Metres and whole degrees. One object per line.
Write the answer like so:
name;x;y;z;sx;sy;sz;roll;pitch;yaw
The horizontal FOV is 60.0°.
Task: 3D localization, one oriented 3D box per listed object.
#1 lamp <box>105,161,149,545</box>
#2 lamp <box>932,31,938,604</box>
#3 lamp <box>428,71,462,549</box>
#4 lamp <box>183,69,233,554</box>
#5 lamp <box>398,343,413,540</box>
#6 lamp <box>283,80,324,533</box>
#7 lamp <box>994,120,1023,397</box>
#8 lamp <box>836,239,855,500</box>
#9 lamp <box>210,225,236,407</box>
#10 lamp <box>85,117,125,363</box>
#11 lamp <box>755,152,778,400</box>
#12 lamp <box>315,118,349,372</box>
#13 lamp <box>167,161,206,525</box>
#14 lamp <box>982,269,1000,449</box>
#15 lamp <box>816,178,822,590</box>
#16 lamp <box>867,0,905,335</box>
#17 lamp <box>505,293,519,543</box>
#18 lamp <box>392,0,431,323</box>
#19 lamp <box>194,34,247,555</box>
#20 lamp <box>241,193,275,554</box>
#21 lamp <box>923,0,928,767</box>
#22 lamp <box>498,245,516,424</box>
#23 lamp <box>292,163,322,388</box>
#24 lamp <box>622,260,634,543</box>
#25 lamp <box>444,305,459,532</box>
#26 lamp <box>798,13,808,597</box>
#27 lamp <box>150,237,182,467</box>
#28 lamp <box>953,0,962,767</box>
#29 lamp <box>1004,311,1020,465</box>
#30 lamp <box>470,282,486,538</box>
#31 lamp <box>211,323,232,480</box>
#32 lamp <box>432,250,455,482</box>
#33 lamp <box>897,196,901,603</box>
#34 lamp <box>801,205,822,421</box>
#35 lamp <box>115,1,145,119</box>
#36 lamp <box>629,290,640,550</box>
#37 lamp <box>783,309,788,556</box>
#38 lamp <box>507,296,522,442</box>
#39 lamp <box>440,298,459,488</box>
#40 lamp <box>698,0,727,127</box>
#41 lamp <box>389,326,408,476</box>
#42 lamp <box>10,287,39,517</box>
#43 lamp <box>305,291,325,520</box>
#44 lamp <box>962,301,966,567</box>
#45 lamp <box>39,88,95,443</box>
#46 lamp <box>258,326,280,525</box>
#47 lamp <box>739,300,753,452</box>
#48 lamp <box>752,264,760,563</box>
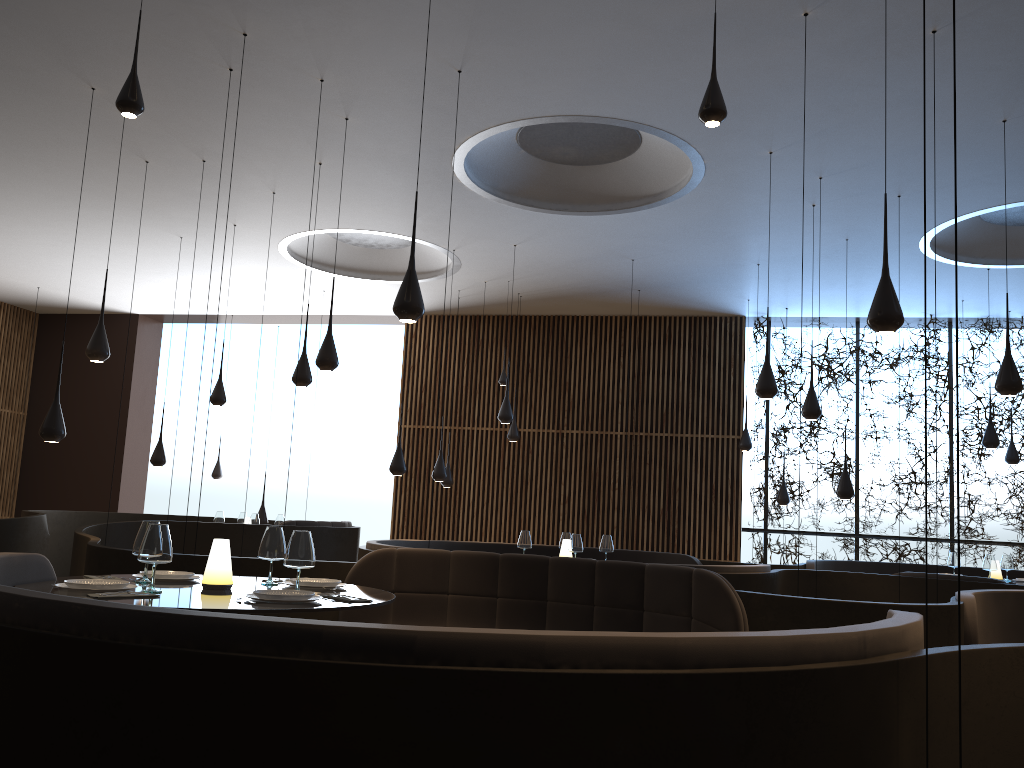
lamp;-3.848;0.861;8.549;0.196;6.256;0.196;10;-10;-42
lamp;2.644;0.752;5.518;0.196;6.256;0.196;10;-10;-42
lamp;-0.569;0.710;6.389;0.196;6.256;0.196;10;-10;-42
lamp;-2.371;0.638;6.556;0.196;6.256;0.196;3;-7;-2
lamp;-1.775;2.448;13.827;0.196;6.256;0.196;5;-7;-12
lamp;-1.678;0.690;6.651;0.196;6.256;0.196;-2;-9;37
lamp;3.883;-1.006;6.960;0.196;2.217;0.196;10;-10;-42
lamp;3.752;-0.188;9.954;0.196;2.951;0.196;2;-7;7
lamp;-3.440;-0.835;10.677;0.196;2.217;0.196;10;-10;-42
lamp;-3.484;-1.290;7.704;0.196;2.217;0.196;10;-10;-42
lamp;2.255;-0.968;7.790;0.196;2.217;0.196;10;-10;-42
lamp;-1.496;-1.205;7.571;0.196;2.217;0.196;2;-7;7
lamp;-3.239;0.878;8.446;0.196;6.256;0.196;1;-7;17
lamp;5.819;-0.317;10.799;0.196;2.217;0.196;3;-7;-2
lamp;2.766;1.142;8.038;0.196;6.256;0.196;10;-10;-42
lamp;2.146;-1.382;5.090;0.196;2.217;0.196;10;-10;-42
lamp;-0.066;1.738;12.966;0.196;6.256;0.196;0;-8;20
lamp;-0.566;-1.475;5.468;0.196;2.217;0.196;8;-8;-32
lamp;-2.100;0.572;6.027;0.196;6.256;0.196;3;-7;-2
lamp;-2.755;1.025;9.241;0.196;6.256;0.196;1;-8;17
lamp;1.197;0.893;2.558;0.196;6.256;0.196;8;-8;-32
lamp;-0.021;-0.619;10.871;0.196;2.217;0.196;2;-7;7
lamp;-1.950;-1.070;8.601;0.196;2.217;0.196;1;-8;17
lamp;1.381;1.512;10.961;0.196;6.256;0.196;8;-8;-32
lamp;-0.995;1.758;13.425;0.196;6.256;0.196;0;-8;20
lamp;1.751;0.686;5.402;0.196;6.256;0.196;10;-10;-42
lamp;-4.347;-0.429;11.262;0.196;2.951;0.196;10;-10;-42
lamp;1.152;0.180;2.290;0.196;6.256;0.196;8;-8;-32
lamp;7.151;0.046;12.703;0.196;2.217;0.196;-2;-9;37
lamp;-0.552;1.626;12.403;0.196;6.256;0.196;-3;-9;40
lamp;-5.138;0.226;15.849;0.196;2.951;0.196;-2;-9;37
lamp;-0.822;-0.252;11.165;0.196;2.951;0.196;8;-8;-32
lamp;3.661;1.243;8.381;0.196;6.256;0.196;10;-10;-42
lamp;3.050;-0.738;8.995;0.196;2.217;0.196;10;-10;-42
lamp;-1.838;-2.062;4.441;0.133;1.504;0.133;2;-7;7
lamp;1.668;1.748;12.411;0.196;6.256;0.196;5;-7;-12
lamp;3.986;1.963;12.997;0.196;6.256;0.196;-2;-9;37
lamp;0.076;-0.237;13.374;0.196;2.217;0.196;-2;-9;37
lamp;-0.877;0.054;13.193;0.196;2.951;0.196;3;-7;-2
lamp;0.969;-1.949;4.202;0.133;1.504;0.133;2;-7;7
lamp;-1.199;-0.439;10.067;0.196;2.951;0.196;6;-8;-22
lamp;-6.295;1.851;11.081;0.196;6.256;0.196;-1;-8;27
lamp;-3.103;1.648;13.453;0.196;6.256;0.196;5;-7;-12
lamp;6.147;1.934;12.030;0.196;6.256;0.196;-2;-9;37
lamp;-3.573;-1.003;7.215;0.196;2.951;0.196;1;-8;17
lamp;-3.533;0.609;12.940;0.196;2.951;0.196;8;-8;-32
lamp;3.412;-0.133;12.866;0.196;2.217;0.196;10;-10;-42
lamp;2.961;1.584;10.869;0.196;6.256;0.196;8;-8;-32
